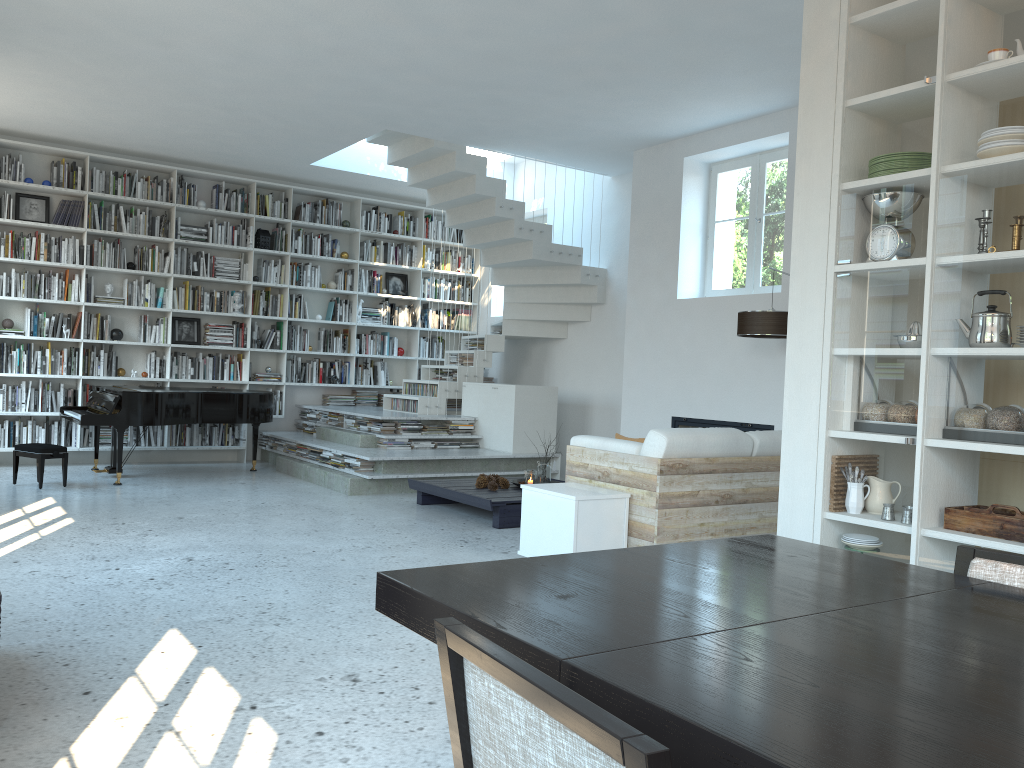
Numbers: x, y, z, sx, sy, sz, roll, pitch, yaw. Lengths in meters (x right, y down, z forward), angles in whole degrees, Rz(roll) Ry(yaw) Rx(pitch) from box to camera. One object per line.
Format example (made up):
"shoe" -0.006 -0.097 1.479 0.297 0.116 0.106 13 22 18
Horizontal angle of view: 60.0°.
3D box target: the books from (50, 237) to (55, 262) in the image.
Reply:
"books" -4.594 -1.327 8.852 0.029 0.261 0.157 2 1 -34

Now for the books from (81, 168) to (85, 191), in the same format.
"books" -4.356 -2.048 8.981 0.039 0.252 0.146 2 1 -34

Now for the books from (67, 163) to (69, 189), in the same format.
"books" -4.463 -2.064 8.885 0.011 0.274 0.183 2 1 -34

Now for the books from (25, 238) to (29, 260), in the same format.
"books" -4.772 -1.312 8.714 0.031 0.217 0.173 2 1 -34

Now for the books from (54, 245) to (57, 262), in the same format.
"books" -4.574 -1.289 8.865 0.022 0.186 0.136 2 1 -34

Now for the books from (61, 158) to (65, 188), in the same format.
"books" -4.506 -2.089 8.886 0.014 0.321 0.136 2 1 -34

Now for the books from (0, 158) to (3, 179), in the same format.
"books" -4.936 -2.056 8.568 0.013 0.225 0.176 2 1 -34

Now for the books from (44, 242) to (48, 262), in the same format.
"books" -4.634 -1.296 8.790 0.029 0.195 0.192 2 1 -34

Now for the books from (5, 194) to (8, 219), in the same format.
"books" -4.905 -1.704 8.592 0.023 0.258 0.183 2 1 -34

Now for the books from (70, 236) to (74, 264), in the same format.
"books" -4.437 -1.336 8.926 0.012 0.291 0.182 2 1 -34

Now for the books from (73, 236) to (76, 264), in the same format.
"books" -4.430 -1.335 8.946 0.022 0.289 0.169 2 1 -34

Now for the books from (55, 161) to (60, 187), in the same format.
"books" -4.532 -2.069 8.839 0.024 0.280 0.187 2 1 -34

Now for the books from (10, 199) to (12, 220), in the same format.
"books" -4.872 -1.681 8.615 0.012 0.214 0.185 2 1 -34

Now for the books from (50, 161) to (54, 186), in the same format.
"books" -4.580 -2.070 8.827 0.013 0.278 0.150 2 1 -34

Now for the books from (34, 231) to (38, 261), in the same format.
"books" -4.709 -1.353 8.769 0.014 0.304 0.151 2 1 -34

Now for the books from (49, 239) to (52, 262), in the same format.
"books" -4.604 -1.313 8.829 0.013 0.232 0.171 2 1 -34

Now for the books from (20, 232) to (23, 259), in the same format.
"books" -4.817 -1.344 8.696 0.012 0.277 0.150 2 1 -34

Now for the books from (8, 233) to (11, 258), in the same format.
"books" -4.896 -1.334 8.630 0.014 0.253 0.187 2 1 -34

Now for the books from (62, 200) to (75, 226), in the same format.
"books" -4.460 -1.699 8.905 0.097 0.282 0.174 2 1 -34

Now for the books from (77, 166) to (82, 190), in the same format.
"books" -4.378 -2.050 8.949 0.031 0.254 0.178 2 1 -34

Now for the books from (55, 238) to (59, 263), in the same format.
"books" -4.558 -1.326 8.881 0.035 0.260 0.131 2 1 -34

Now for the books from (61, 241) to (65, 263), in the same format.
"books" -4.509 -1.309 8.887 0.030 0.231 0.172 2 1 -34

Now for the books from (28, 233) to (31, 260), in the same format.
"books" -4.756 -1.339 8.730 0.014 0.273 0.180 2 1 -34

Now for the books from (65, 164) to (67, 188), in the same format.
"books" -4.472 -2.058 8.878 0.010 0.263 0.156 2 1 -34

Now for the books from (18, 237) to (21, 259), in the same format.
"books" -4.831 -1.321 8.693 0.012 0.230 0.149 2 1 -34

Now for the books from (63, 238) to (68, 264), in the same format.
"books" -4.486 -1.324 8.901 0.022 0.263 0.174 2 1 -34

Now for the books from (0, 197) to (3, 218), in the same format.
"books" -4.937 -1.686 8.572 0.018 0.219 0.186 2 1 -34

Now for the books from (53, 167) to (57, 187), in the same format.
"books" -4.558 -2.039 8.829 0.028 0.218 0.153 2 1 -34

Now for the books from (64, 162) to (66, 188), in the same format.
"books" -4.488 -2.069 8.881 0.013 0.283 0.166 2 1 -34

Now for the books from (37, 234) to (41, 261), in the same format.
"books" -4.684 -1.336 8.765 0.023 0.271 0.187 2 1 -34

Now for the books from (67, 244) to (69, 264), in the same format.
"books" -4.480 -1.296 8.923 0.013 0.206 0.172 2 1 -34

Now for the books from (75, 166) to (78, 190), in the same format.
"books" -4.407 -2.055 8.945 0.022 0.260 0.152 2 1 -34

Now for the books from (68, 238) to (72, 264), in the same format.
"books" -4.468 -1.325 8.940 0.024 0.266 0.155 2 1 -34

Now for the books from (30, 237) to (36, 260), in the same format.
"books" -4.734 -1.321 8.751 0.047 0.238 0.162 2 1 -34

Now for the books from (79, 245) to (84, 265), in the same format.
"books" -4.362 -1.289 8.960 0.039 0.202 0.236 2 1 -34

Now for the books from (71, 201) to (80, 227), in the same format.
"books" -4.428 -1.701 8.956 0.078 0.286 0.174 2 1 -34

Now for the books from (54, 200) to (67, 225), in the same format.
"books" -4.534 -1.699 8.879 0.110 0.279 0.174 2 1 -34

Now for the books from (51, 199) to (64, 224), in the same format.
"books" -4.548 -1.699 8.859 0.110 0.279 0.174 2 1 -34

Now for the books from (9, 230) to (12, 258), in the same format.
"books" -4.884 -1.348 8.642 0.020 0.281 0.164 2 1 -34

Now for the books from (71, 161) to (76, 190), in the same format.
"books" -4.412 -2.073 8.911 0.025 0.297 0.163 2 1 -34

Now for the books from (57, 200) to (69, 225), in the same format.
"books" -4.505 -1.698 8.877 0.110 0.279 0.174 2 1 -34

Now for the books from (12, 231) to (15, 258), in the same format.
"books" -4.865 -1.345 8.642 0.011 0.277 0.164 2 1 -34

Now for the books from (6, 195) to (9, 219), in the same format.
"books" -4.896 -1.700 8.609 0.011 0.250 0.168 2 1 -34

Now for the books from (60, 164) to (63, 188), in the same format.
"books" -4.510 -2.053 8.853 0.028 0.249 0.155 2 1 -34

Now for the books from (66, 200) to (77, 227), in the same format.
"books" -4.444 -1.701 8.940 0.078 0.286 0.174 2 1 -34

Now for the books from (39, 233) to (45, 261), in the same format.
"books" -4.659 -1.342 8.775 0.030 0.286 0.185 2 1 -34

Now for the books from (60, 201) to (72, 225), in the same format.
"books" -4.496 -1.698 8.905 0.110 0.279 0.174 2 1 -34

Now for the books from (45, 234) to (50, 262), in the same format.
"books" -4.625 -1.341 8.827 0.025 0.286 0.161 2 1 -34

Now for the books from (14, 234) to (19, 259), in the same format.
"books" -4.852 -1.331 8.673 0.047 0.250 0.134 2 1 -34

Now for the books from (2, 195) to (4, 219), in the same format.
"books" -4.933 -1.698 8.587 0.019 0.244 0.153 2 1 -34

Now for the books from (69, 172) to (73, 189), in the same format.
"books" -4.442 -2.021 8.907 0.027 0.190 0.177 2 1 -34

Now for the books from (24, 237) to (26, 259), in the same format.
"books" -4.793 -1.319 8.707 0.011 0.229 0.170 2 1 -34

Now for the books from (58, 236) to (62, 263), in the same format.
"books" -4.528 -1.335 8.879 0.012 0.281 0.188 2 1 -34

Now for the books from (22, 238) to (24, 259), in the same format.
"books" -4.801 -1.313 8.695 0.014 0.218 0.164 2 1 -34

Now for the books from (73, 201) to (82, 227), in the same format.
"books" -4.406 -1.700 8.965 0.078 0.286 0.174 2 1 -34

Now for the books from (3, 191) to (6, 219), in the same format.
"books" -4.921 -1.716 8.592 0.005 0.281 0.190 2 1 -34

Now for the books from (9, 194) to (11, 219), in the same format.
"books" -4.886 -1.702 8.615 0.012 0.255 0.166 2 1 -34

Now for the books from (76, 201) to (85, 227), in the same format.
"books" -4.380 -1.699 8.967 0.078 0.286 0.174 2 1 -34

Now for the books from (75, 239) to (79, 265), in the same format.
"books" -4.405 -1.322 8.960 0.035 0.264 0.177 2 1 -34
